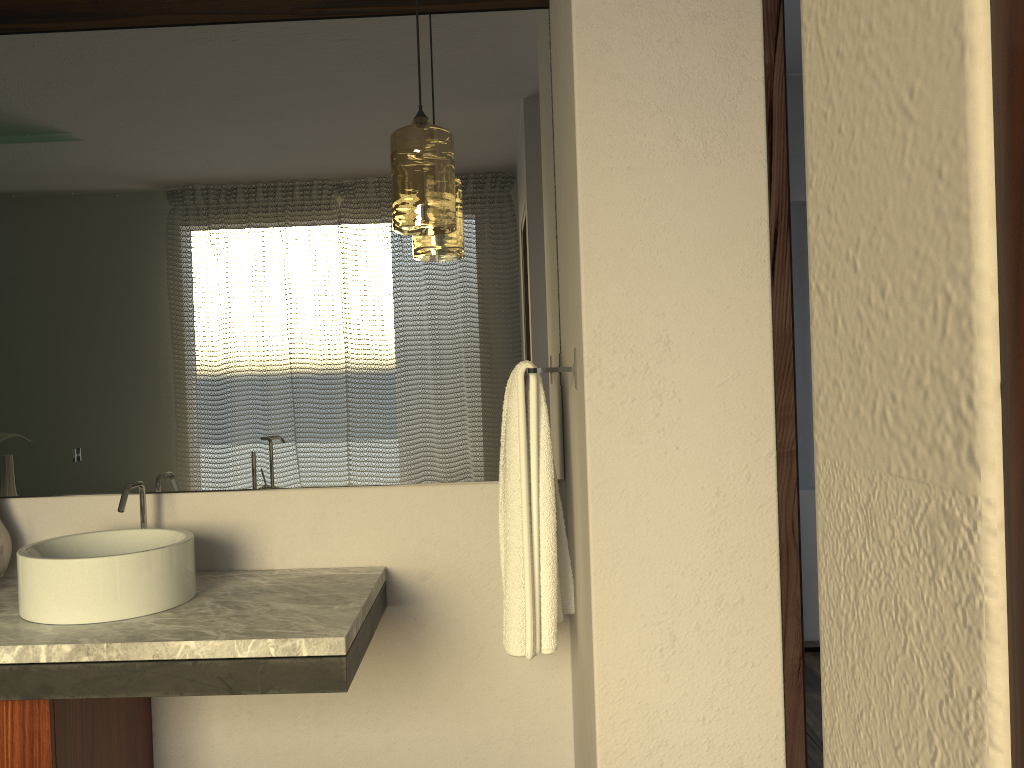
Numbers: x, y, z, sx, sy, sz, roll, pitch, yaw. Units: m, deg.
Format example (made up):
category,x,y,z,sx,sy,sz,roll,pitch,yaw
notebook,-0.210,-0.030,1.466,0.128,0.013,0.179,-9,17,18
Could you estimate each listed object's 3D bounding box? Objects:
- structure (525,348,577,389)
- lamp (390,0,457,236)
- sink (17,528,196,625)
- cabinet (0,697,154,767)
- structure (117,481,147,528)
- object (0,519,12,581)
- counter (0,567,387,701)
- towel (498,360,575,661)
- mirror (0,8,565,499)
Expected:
category,x,y,z,sx,sy,sz,roll,pitch,yaw
structure,0.079,-0.031,1.948,0.102,0.088,0.369,-2,1,-1
lamp,-0.205,-0.767,1.923,0.142,0.867,0.135,-1,1,43
sink,-0.877,0.410,1.930,0.351,0.131,0.363,-2,1,-22
cabinet,-1.225,0.884,1.971,0.660,0.599,0.512,-2,1,1
structure,-0.911,0.353,2.095,0.066,0.242,0.164,-2,1,3
object,-1.309,0.337,2.095,0.122,0.305,0.235,-2,1,26
counter,-1.436,0.545,1.936,2.262,0.101,0.586,-2,1,2
towel,0.028,0.270,1.944,0.163,0.636,0.254,-2,1,18
mirror,-1.929,-0.268,2.227,4.085,1.152,0.017,-2,1,2
